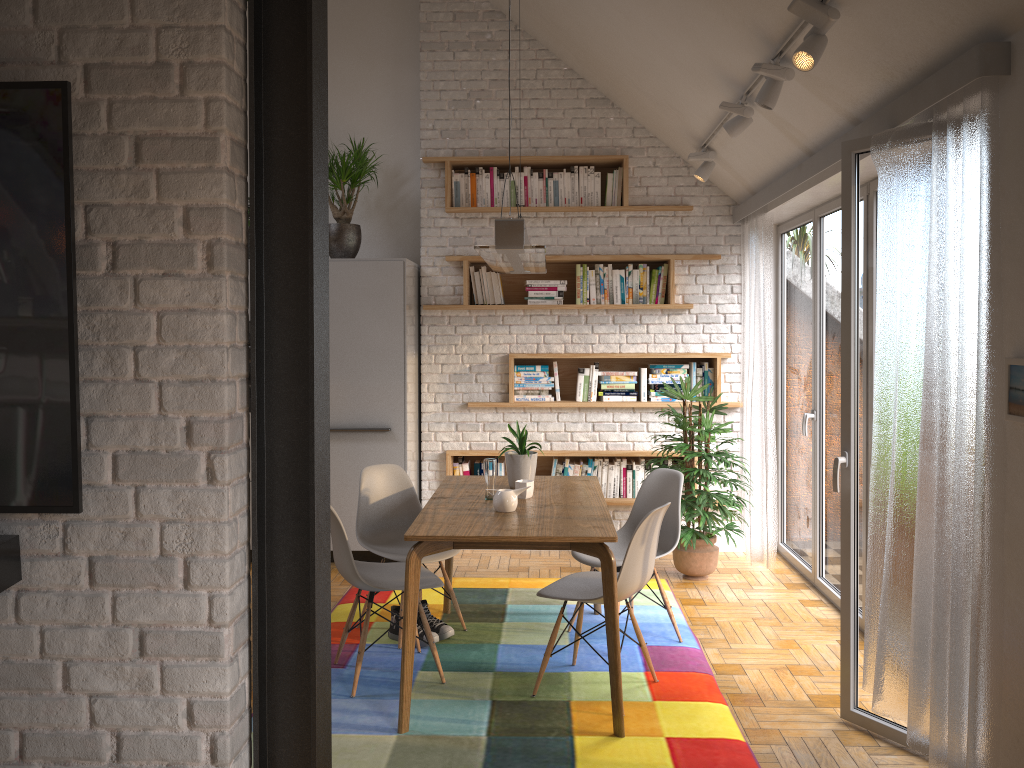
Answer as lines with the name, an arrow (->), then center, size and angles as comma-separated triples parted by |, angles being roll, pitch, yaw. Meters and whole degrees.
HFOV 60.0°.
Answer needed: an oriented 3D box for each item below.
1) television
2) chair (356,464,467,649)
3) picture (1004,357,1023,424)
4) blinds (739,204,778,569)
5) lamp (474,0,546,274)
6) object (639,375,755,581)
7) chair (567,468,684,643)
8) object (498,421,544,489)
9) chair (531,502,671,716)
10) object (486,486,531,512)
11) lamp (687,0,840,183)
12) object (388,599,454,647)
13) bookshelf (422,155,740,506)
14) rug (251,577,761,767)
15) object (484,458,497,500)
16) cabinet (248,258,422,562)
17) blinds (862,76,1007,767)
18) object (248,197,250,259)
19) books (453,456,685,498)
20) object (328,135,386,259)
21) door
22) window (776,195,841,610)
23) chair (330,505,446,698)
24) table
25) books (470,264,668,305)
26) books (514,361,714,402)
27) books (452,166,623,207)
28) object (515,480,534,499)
television -> -1.581, -0.088, 1.775 | 1.467, 0.990, 0.085 | 0, 1, 2
chair -> -0.535, 0.836, 4.494 | 0.465, 0.801, 0.542 | -1, 2, -40
picture -> 1.445, 0.021, 2.466 | 0.023, 0.183, 0.251 | 0, 2, 2
blinds -> 1.563, -0.006, 5.764 | 0.138, 2.285, 0.695 | 0, 1, -1
lamp -> 0.016, -1.449, 3.970 | 0.269, 1.818, 1.348 | 0, 2, 2
object -> 1.140, 0.567, 5.474 | 0.668, 1.259, 0.716 | -1, 2, -30
chair -> 0.578, 0.840, 4.366 | 0.542, 0.801, 0.465 | -1, 2, -29
object -> 0.050, 0.345, 4.335 | 0.233, 0.329, 0.214 | 0, 2, 8
chair -> 0.385, 0.878, 3.696 | 0.542, 0.801, 0.465 | 1, 2, 29
object -> -0.018, 0.488, 3.775 | 0.178, 0.106, 0.107 | 1, 2, 29
lamp -> 1.099, -1.296, 4.007 | 0.207, 0.261, 3.494 | 0, 3, 3
object -> -0.444, 1.172, 4.339 | 0.301, 0.155, 0.259 | 2, 3, 37
bookshelf -> 0.488, -0.378, 6.290 | 2.200, 2.414, 0.357 | 0, 1, 2
rug -> -0.055, 1.270, 4.090 | 1.937, 0.024, 2.786 | 0, 3, 2
object -> -0.099, 0.434, 4.035 | 0.062, 0.184, 0.062 | -1, 1, -34
cabinet -> -1.792, 0.167, 6.152 | 2.250, 2.001, 0.826 | 0, 1, 2
blinds -> 1.389, 0.148, 2.982 | 0.187, 2.287, 0.750 | 0, 1, -3
object -> -1.791, -1.059, 5.979 | 0.396, 0.470, 0.364 | 0, 2, 14
books -> 0.419, 0.658, 6.347 | 1.678, 0.284, 0.238 | 0, 2, 4
object -> -1.148, -1.308, 6.094 | 0.663, 0.947, 0.714 | 1, 2, 42
door -> 1.498, 0.199, 3.095 | 0.111, 2.229, 0.803 | -1, 1, -36
window -> -2.597, -0.844, 2.389 | 8.629, 4.462, 7.794 | 0, 3, 2
chair -> -2.260, -0.099, 4.456 | 4.018, 2.684, 3.494 | 0, 2, 3
table -> 0.023, 0.904, 4.010 | 0.850, 0.754, 1.467 | 0, 3, 2
books -> 0.399, -0.700, 6.305 | 1.396, 0.289, 0.241 | 0, 2, 3
books -> 0.716, -0.022, 6.312 | 1.398, 0.282, 0.238 | 0, 2, 3
books -> 0.179, -1.381, 6.315 | 1.204, 0.302, 0.240 | 0, 2, 4
object -> 0.058, 0.485, 4.078 | 0.077, 0.077, 0.078 | 1, 2, 20
